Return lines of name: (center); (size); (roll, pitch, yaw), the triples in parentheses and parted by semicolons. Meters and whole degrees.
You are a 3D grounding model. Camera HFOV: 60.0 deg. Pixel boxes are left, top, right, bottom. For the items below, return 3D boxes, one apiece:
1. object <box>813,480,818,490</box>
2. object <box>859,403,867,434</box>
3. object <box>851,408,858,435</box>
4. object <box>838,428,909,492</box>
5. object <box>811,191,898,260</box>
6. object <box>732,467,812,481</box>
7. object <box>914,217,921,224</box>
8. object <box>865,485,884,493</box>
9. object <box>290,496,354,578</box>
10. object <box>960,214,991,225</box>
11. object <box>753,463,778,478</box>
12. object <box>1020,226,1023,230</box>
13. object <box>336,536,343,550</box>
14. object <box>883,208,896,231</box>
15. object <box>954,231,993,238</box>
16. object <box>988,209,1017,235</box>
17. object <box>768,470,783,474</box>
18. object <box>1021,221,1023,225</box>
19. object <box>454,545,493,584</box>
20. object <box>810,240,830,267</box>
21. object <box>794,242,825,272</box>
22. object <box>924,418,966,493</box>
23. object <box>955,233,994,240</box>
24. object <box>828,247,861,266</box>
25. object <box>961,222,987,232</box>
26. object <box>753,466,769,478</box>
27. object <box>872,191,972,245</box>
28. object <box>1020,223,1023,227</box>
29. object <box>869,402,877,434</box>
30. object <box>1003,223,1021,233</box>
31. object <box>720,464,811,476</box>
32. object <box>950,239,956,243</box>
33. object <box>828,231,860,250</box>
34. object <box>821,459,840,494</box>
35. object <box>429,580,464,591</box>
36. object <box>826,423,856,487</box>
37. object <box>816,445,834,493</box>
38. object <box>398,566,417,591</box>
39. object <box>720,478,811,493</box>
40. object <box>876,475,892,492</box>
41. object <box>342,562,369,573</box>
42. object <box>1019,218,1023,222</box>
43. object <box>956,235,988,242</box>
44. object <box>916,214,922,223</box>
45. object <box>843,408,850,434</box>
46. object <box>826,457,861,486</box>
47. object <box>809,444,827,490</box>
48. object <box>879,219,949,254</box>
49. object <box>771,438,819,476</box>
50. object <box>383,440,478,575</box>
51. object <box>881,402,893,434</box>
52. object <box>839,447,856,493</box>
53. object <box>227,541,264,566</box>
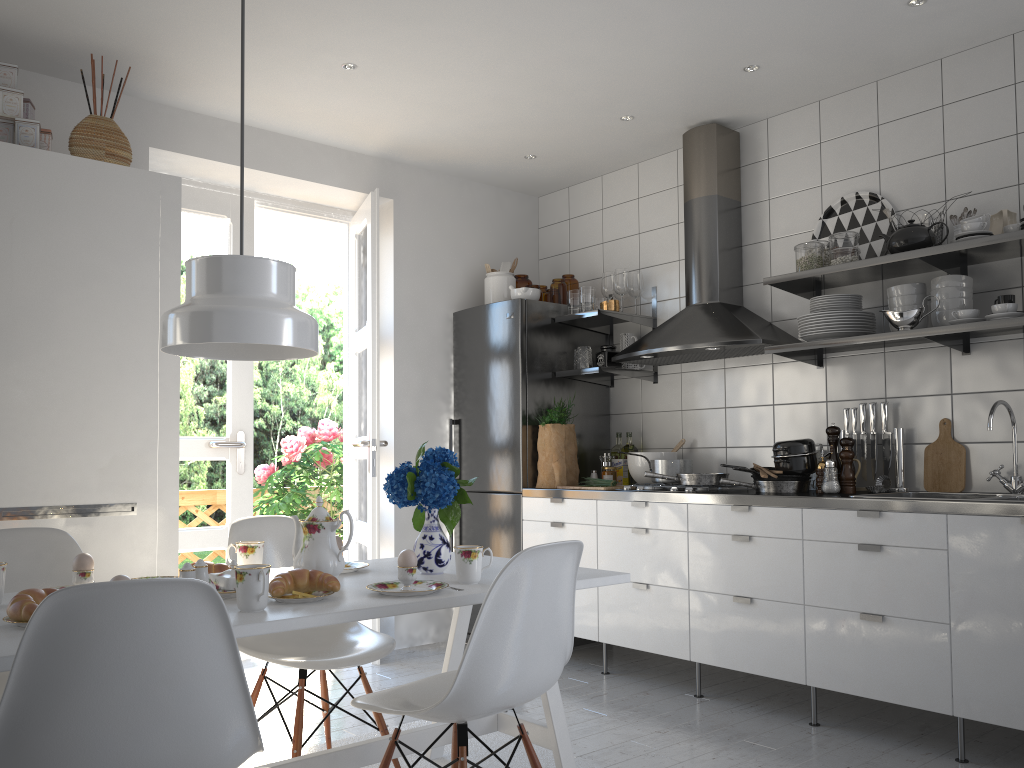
object: (1.314, 0.420, 3.769); (0.066, 0.067, 0.053); (-1, -4, 10)
object: (1.471, 0.145, 3.708); (0.022, 0.132, 0.033); (1, -3, -36)
object: (1.446, 0.157, 3.738); (0.019, 0.114, 0.028); (2, -4, -45)
object: (1.486, 0.318, 3.685); (0.067, 0.260, 0.322); (2, -5, -40)
object: (1.463, -0.627, 3.796); (0.053, 0.393, 0.395); (2, -4, -40)
object: (1.072, 0.386, 3.703); (0.347, 0.082, 0.244); (-1, -5, 1)
object: (1.621, -0.568, 3.533); (0.028, 0.220, 0.100); (-2, -3, 21)
object: (1.455, 0.419, 3.552); (0.070, 0.031, 0.072); (3, -6, -40)
object: (-0.491, 0.403, 2.279); (0.140, 0.230, 0.149); (1, -4, -22)
object: (1.631, -0.568, 3.132); (0.078, 0.067, 0.083); (1, -4, -25)
object: (1.042, 0.356, 3.654); (0.059, 0.060, 0.335); (-1, -5, 7)
object: (1.764, -0.516, 2.952); (0.121, 0.021, 0.121); (-3, -5, 27)
object: (-0.516, 0.472, 2.578); (0.048, 0.063, 0.048); (2, -4, -36)
object: (1.523, -0.582, 3.509); (0.021, 0.249, 0.113); (1, -4, -36)
object: (1.631, -0.519, 3.131); (0.121, 0.024, 0.121); (4, -7, -45)
object: (1.798, -0.558, 3.233); (0.115, 0.151, 0.128); (0, -4, -14)
object: (1.078, 0.368, 3.665); (0.065, 0.021, 0.337); (-2, -5, 13)
object: (1.764, -0.535, 2.953); (0.121, 0.023, 0.121); (0, -5, -9)
object: (-0.108, 0.470, 2.302); (0.078, 0.095, 0.091); (-4, -5, 43)
object: (1.304, -0.517, 3.781); (0.121, 0.170, 0.121); (1, -4, -21)
object: (1.222, -0.508, 3.640); (0.121, 0.130, 0.121); (-3, -5, 35)
object: (1.703, 0.280, 3.487); (0.047, 0.293, 0.157); (2, -4, -40)
object: (1.633, -0.509, 3.128); (0.121, 0.021, 0.121); (3, -6, -36)
object: (1.318, -0.494, 3.513); (0.121, 0.079, 0.121); (-3, -5, 35)
object: (1.631, -0.540, 3.131); (0.079, 0.049, 0.082); (-2, -5, 23)
object: (1.026, 0.363, 3.656); (0.064, 0.044, 0.335); (-2, -5, 16)
object: (1.606, -0.599, 3.483); (0.378, 0.278, 0.198); (-3, -4, 32)
object: (1.764, -0.525, 2.953); (0.121, 0.021, 0.121); (3, -6, -36)
object: (1.499, 0.142, 3.676); (0.022, 0.132, 0.033); (1, -3, -36)
object: (1.753, -0.526, 3.081); (0.083, 0.047, 0.079); (2, -5, -28)
object: (1.080, 0.371, 3.693); (0.356, 0.080, 0.246); (3, -6, -32)
object: (1.648, -0.504, 3.242); (0.079, 0.047, 0.082); (-2, -5, 24)
object: (1.363, -0.530, 3.632); (0.121, 0.170, 0.121); (1, -4, -21)
object: (1.249, 0.362, 3.475); (0.069, 0.135, 0.069); (-2, -4, 30)
object: (-0.169, 0.505, 2.220); (0.032, 0.011, 0.140); (3, -6, -37)
object: (1.329, 0.297, 3.583); (0.061, 0.282, 0.124); (1, -4, -35)
object: (1.255, 0.340, 3.542); (0.081, 0.192, 0.058); (-3, -4, 39)
object: (-0.254, 0.471, 2.153); (0.048, 0.057, 0.048); (-1, -4, 0)
object: (1.075, 0.423, 3.731); (0.352, 0.060, 0.232); (-3, -5, 28)
object: (1.509, 0.403, 3.590); (0.029, 0.068, 0.069); (2, -4, -35)
object: (-0.516, 0.536, 2.576); (0.201, 0.016, 0.201); (3, -6, -35)
object: (1.762, -0.544, 2.956); (0.121, 0.023, 0.121); (-1, -5, 0)
object: (1.633, -0.500, 3.128); (0.121, 0.021, 0.121); (3, -6, -36)
object: (1.631, -0.573, 3.551); (0.029, 0.232, 0.063); (-3, -3, 38)
object: (1.424, 0.159, 3.765); (0.019, 0.114, 0.028); (2, -4, -45)
object: (1.368, 0.373, 3.676); (0.115, 0.144, 0.128); (0, -4, -2)
object: (1.325, 0.362, 3.877); (0.081, 0.201, 0.101); (1, -3, -20)
object: (1.500, -0.544, 3.314); (0.178, 0.142, 0.200); (-1, -4, 1)
object: (1.173, 0.305, 3.677); (0.190, 0.159, 0.198); (-1, -4, 11)
object: (-0.232, 0.348, 2.516); (0.236, 0.376, 0.266); (2, -4, -38)
object: (1.535, 0.138, 3.633); (0.022, 0.132, 0.046); (2, -4, -37)
object: (1.322, 0.339, 3.494); (0.058, 0.184, 0.058); (0, -3, -12)
object: (-0.737, 0.489, 2.471); (0.091, 0.095, 0.078); (3, -5, -42)
